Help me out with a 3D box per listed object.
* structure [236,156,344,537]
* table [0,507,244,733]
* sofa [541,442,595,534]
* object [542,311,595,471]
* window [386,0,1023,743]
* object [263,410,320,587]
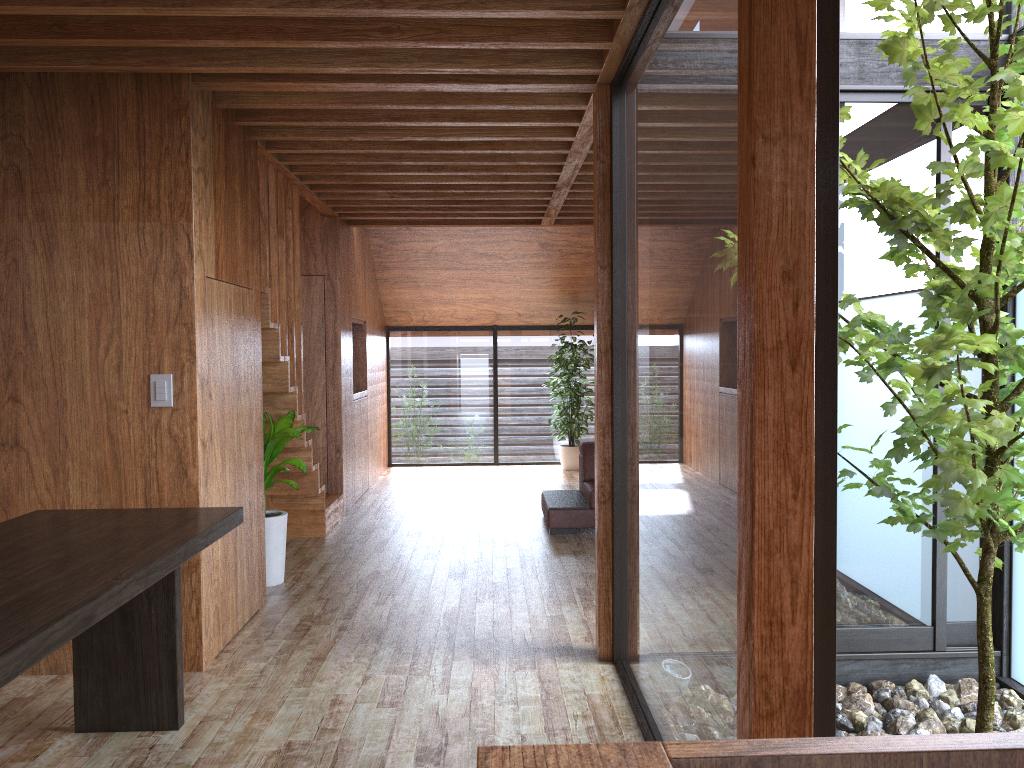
[{"bbox_3d":[-1.692,-0.087,5.630,0.829,2.299,2.445,-1,2,-2],"label":"structure"},{"bbox_3d":[-1.259,0.815,2.247,0.700,0.716,1.670,-1,2,-2],"label":"table"},{"bbox_3d":[1.100,0.660,5.638,1.700,0.760,2.502,-1,2,-2],"label":"sofa"},{"bbox_3d":[0.648,0.070,9.429,0.637,1.690,0.679,0,2,6],"label":"object"},{"bbox_3d":[0.003,-1.017,2.906,4.107,5.133,13.954,-1,2,-2],"label":"window"},{"bbox_3d":[-1.390,0.572,4.855,0.676,1.031,0.630,-1,2,-12],"label":"object"}]
